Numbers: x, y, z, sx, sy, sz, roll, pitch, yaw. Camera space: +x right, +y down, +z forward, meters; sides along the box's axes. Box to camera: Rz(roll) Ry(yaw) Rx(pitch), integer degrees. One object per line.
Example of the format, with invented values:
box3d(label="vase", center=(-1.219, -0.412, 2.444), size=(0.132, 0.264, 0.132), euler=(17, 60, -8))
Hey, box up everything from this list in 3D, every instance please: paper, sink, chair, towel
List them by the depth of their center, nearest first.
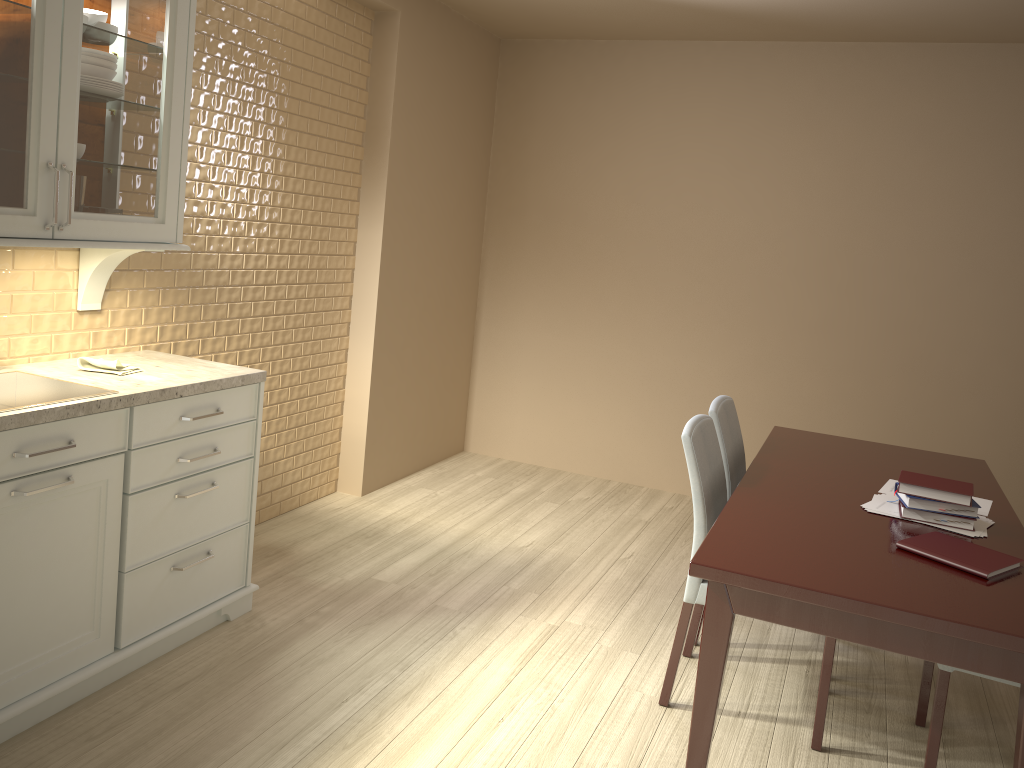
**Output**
box3d(label="sink", center=(-1.335, 0.225, 2.227), size=(0.381, 0.412, 0.487), euler=(8, 8, 21))
box3d(label="chair", center=(1.400, 0.665, 2.353), size=(0.507, 0.822, 0.401), euler=(8, 7, 21))
box3d(label="paper", center=(1.142, 0.358, 2.432), size=(0.291, 0.001, 0.211), euler=(10, 11, 26))
box3d(label="paper", center=(1.142, 0.357, 2.432), size=(0.292, 0.001, 0.211), euler=(13, 12, 36))
box3d(label="paper", center=(1.142, 0.357, 2.432), size=(0.292, 0.001, 0.210), euler=(14, 13, 41))
box3d(label="paper", center=(1.142, 0.358, 2.432), size=(0.292, 0.001, 0.211), euler=(11, 11, 31))
box3d(label="paper", center=(1.266, 0.336, 2.643), size=(0.292, 0.001, 0.211), euler=(11, 11, 31))
box3d(label="chair", center=(0.743, 0.548, 2.667), size=(0.507, 0.822, 0.401), euler=(8, 7, 21))
box3d(label="towel", center=(-1.203, -0.061, 2.671), size=(0.171, 0.050, 0.165), euler=(7, 9, 7))
box3d(label="chair", center=(0.915, 0.493, 3.089), size=(0.507, 0.822, 0.401), euler=(8, 7, 21))

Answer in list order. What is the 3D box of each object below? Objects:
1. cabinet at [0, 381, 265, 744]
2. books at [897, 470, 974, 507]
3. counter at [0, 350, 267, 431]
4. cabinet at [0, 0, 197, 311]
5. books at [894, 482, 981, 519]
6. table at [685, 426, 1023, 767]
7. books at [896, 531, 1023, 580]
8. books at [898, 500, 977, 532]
box3d(label="cabinet", center=(-1.530, 0.458, 2.037), size=(0.640, 0.787, 2.232), euler=(8, 10, 21))
box3d(label="books", center=(1.151, 0.281, 2.404), size=(0.183, 0.032, 0.165), euler=(10, 11, 26))
box3d(label="counter", center=(-1.457, 0.069, 1.974), size=(0.524, 0.035, 2.210), euler=(9, 10, 21))
box3d(label="cabinet", center=(-1.439, -0.652, 1.906), size=(0.412, 1.104, 1.939), euler=(8, 9, 21))
box3d(label="books", center=(1.154, 0.313, 2.405), size=(0.183, 0.032, 0.166), euler=(7, 10, 11))
box3d(label="table", center=(1.026, 0.664, 2.601), size=(0.754, 0.674, 1.769), euler=(9, 10, 21))
box3d(label="books", center=(1.060, 0.402, 2.094), size=(0.194, 0.017, 0.217), euler=(-2, 12, -38))
box3d(label="books", center=(1.154, 0.346, 2.408), size=(0.183, 0.032, 0.165), euler=(9, 10, 21))
